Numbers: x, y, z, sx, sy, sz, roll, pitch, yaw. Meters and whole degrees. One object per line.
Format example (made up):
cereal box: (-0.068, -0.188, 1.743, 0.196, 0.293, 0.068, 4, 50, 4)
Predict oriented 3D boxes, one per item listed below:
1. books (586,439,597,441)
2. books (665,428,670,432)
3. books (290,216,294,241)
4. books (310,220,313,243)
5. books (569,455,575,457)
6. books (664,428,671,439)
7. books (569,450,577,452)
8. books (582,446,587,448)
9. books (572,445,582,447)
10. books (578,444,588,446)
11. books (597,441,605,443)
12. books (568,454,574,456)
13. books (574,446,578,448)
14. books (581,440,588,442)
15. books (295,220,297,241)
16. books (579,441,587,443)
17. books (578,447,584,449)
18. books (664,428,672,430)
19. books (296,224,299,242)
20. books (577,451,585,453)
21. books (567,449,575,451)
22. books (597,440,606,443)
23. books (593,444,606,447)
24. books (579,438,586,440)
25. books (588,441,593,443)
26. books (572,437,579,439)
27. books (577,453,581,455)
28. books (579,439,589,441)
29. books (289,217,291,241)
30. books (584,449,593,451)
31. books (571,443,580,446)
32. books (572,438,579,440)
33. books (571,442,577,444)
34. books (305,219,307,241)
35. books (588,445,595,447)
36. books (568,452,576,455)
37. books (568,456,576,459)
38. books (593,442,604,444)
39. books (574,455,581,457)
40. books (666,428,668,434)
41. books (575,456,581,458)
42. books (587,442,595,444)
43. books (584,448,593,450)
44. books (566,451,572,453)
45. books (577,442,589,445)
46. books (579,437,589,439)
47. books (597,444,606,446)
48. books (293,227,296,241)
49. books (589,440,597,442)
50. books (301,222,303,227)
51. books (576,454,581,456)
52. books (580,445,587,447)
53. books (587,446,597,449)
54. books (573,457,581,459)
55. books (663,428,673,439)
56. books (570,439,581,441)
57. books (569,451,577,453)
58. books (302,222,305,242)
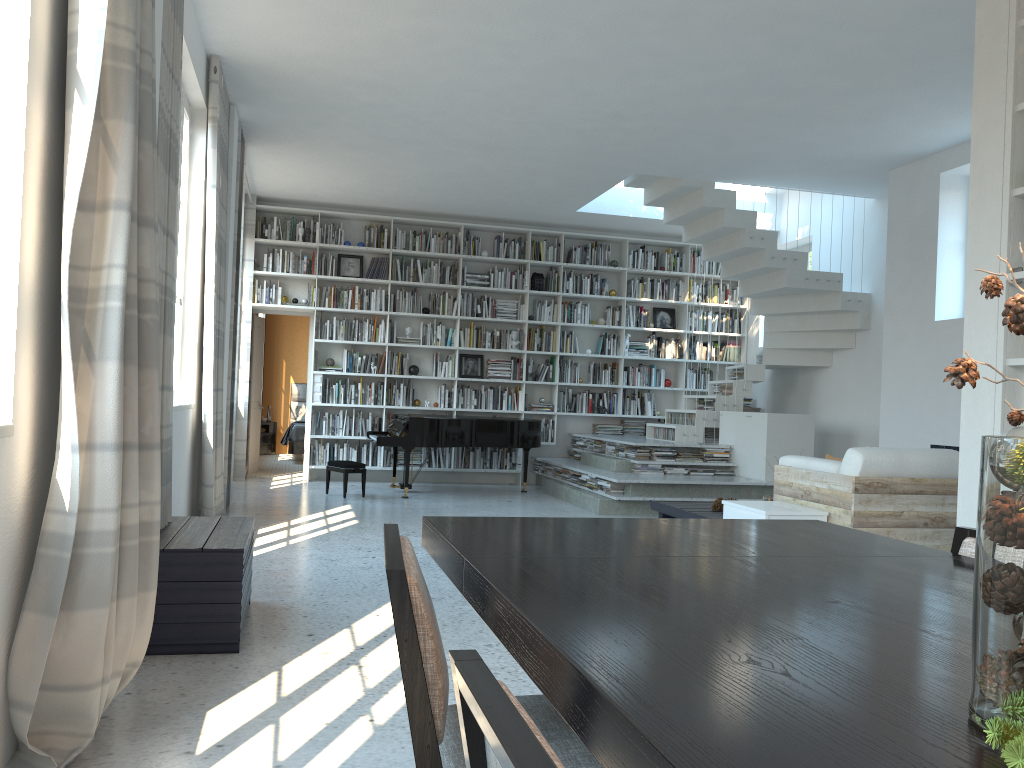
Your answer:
books: (1.000, 0.663, 10.520, 0.165, 0.015, 0.243, 3, -1, -19)
books: (1.812, 0.572, 10.150, 0.125, 0.125, 0.007, 3, 0, -14)
books: (-2.562, -1.785, 10.328, 0.029, 0.314, 0.129, 2, 0, -14)
books: (-2.346, -1.762, 10.373, 0.022, 0.286, 0.175, 2, -1, -14)
books: (0.824, 0.901, 11.127, 0.147, 0.014, 0.292, 3, -1, -14)
books: (1.809, 0.572, 10.165, 0.125, 0.125, 0.008, 3, 0, -14)
books: (0.816, 0.841, 11.124, 0.152, 0.015, 0.208, 3, -1, -9)
books: (0.946, 0.770, 10.821, 0.131, 0.021, 0.240, 3, -1, -12)
books: (0.862, 0.776, 11.100, 0.163, 0.017, 0.232, 3, -1, -12)
books: (0.931, 0.745, 10.817, 0.163, 0.008, 0.295, 3, -1, -16)
books: (1.090, 0.678, 10.246, 0.128, 0.013, 0.296, 3, -1, -16)
books: (0.814, 0.887, 11.124, 0.170, 0.012, 0.215, 3, -1, -14)
books: (0.875, 0.792, 11.103, 0.134, 0.014, 0.181, 3, -1, -17)
books: (0.936, 0.699, 10.818, 0.143, 0.012, 0.264, 3, -1, -9)
books: (-2.518, -1.764, 10.334, 0.013, 0.275, 0.158, 2, -1, -14)
books: (0.930, 0.708, 10.817, 0.171, 0.007, 0.206, 3, -1, -12)
books: (0.927, 0.788, 10.816, 0.173, 0.017, 0.233, 3, -1, -15)
books: (1.805, 0.572, 10.179, 0.125, 0.125, 0.008, 3, 0, -14)
books: (-2.502, -1.739, 10.337, 0.021, 0.226, 0.156, 2, -1, -14)
books: (0.896, 0.831, 10.823, 0.149, 0.014, 0.228, 3, -1, -16)
books: (0.810, 0.829, 11.123, 0.174, 0.009, 0.240, 3, -1, -12)
books: (1.079, 0.656, 10.244, 0.139, 0.028, 0.261, 3, -1, -9)
books: (1.066, 0.712, 10.241, 0.179, 0.017, 0.293, 3, -1, -13)
books: (0.938, 0.671, 10.819, 0.159, 0.007, 0.285, 3, -1, -15)
books: (1.011, 0.689, 10.523, 0.160, 0.010, 0.179, 3, -1, -14)
books: (0.866, 0.682, 11.100, 0.159, 0.011, 0.246, 3, -1, -17)
books: (0.898, 0.856, 10.824, 0.137, 0.018, 0.200, 3, -1, -18)
books: (0.936, 0.684, 10.818, 0.163, 0.018, 0.289, 3, -1, -15)
books: (-2.580, -1.781, 10.313, 0.014, 0.304, 0.145, 2, -1, -14)
books: (0.993, 0.787, 10.519, 0.183, 0.012, 0.296, 3, -1, -15)
books: (0.854, 0.759, 11.098, 0.175, 0.017, 0.265, 3, -1, -11)
books: (0.865, 0.692, 11.100, 0.167, 0.008, 0.234, 3, -1, -15)
books: (0.859, 0.744, 11.099, 0.179, 0.012, 0.261, 3, -1, -14)
books: (-2.414, -1.767, 10.364, 0.013, 0.292, 0.154, 2, -1, -14)
books: (1.010, 0.737, 10.523, 0.154, 0.018, 0.221, 3, -1, -15)
books: (0.818, 0.875, 11.125, 0.159, 0.012, 0.278, 3, -1, -15)
books: (0.814, 0.921, 11.124, 0.163, 0.019, 0.187, 3, -1, -15)
books: (1.064, 0.687, 10.240, 0.187, 0.009, 0.261, 3, -1, -15)
books: (0.878, 0.881, 10.819, 0.180, 0.017, 0.182, 3, -1, -17)
books: (1.820, 0.572, 10.120, 0.125, 0.125, 0.007, 3, 0, -14)
books: (0.890, 0.897, 10.822, 0.160, 0.014, 0.268, 3, -1, -15)
books: (1.005, 0.698, 10.522, 0.167, 0.008, 0.234, 3, -1, -15)
books: (0.989, 0.774, 10.518, 0.190, 0.012, 0.235, 3, -1, -16)
books: (0.806, 0.860, 11.122, 0.184, 0.006, 0.262, 3, -1, -13)
books: (0.918, 0.726, 10.814, 0.189, 0.030, 0.237, 3, -1, -17)
books: (0.928, 0.657, 10.816, 0.171, 0.020, 0.193, 3, -1, -19)
books: (1.070, 0.698, 10.242, 0.161, 0.012, 0.254, 3, -1, -10)
books: (-2.536, -1.721, 10.323, 0.024, 0.187, 0.159, 2, -1, -14)
books: (1.012, 0.678, 10.523, 0.149, 0.013, 0.220, 3, -1, -11)
books: (-2.456, -1.750, 10.345, 0.021, 0.253, 0.179, 2, -1, -14)
books: (0.891, 0.869, 10.822, 0.159, 0.009, 0.228, 3, -1, -13)
books: (0.934, 0.754, 10.818, 0.152, 0.009, 0.259, 3, -1, -17)
books: (0.998, 0.757, 10.520, 0.164, 0.023, 0.242, 3, -1, -10)
books: (0.872, 0.908, 10.818, 0.187, 0.009, 0.261, 3, -1, -11)
books: (1.802, 0.573, 10.194, 0.125, 0.125, 0.008, 3, 0, -14)
books: (0.855, 0.703, 11.098, 0.171, 0.015, 0.253, 3, -1, -19)
books: (0.813, 0.853, 11.124, 0.159, 0.009, 0.210, 3, -1, -10)
books: (-2.432, -1.752, 10.348, 0.027, 0.259, 0.147, 2, -1, -14)
